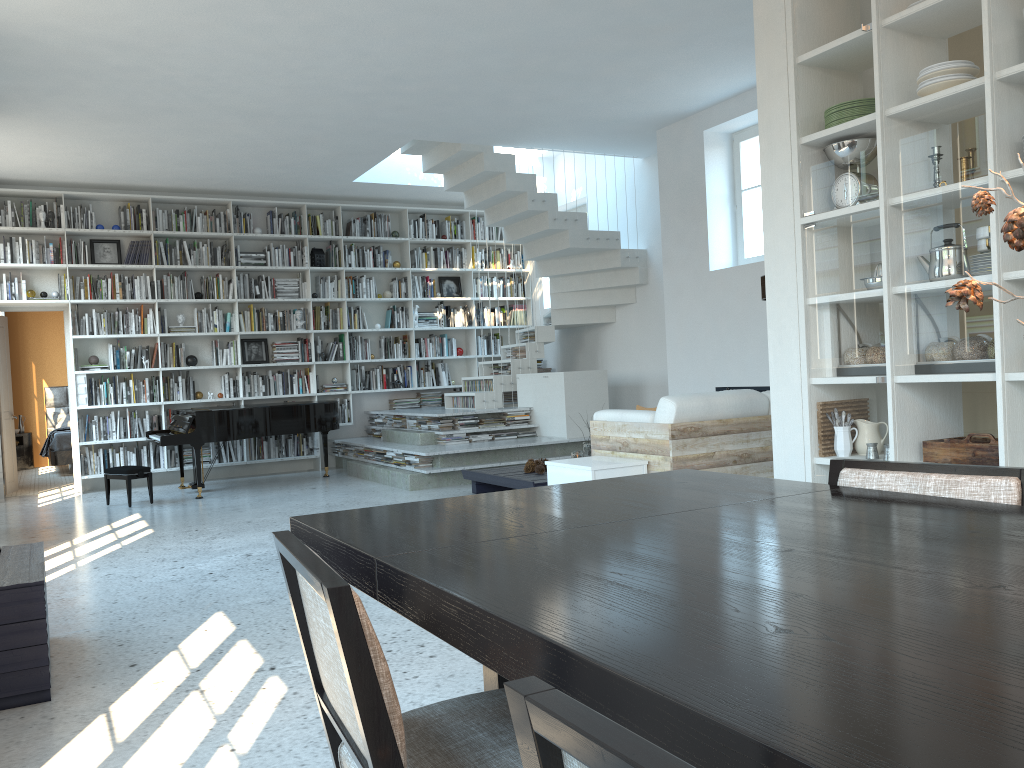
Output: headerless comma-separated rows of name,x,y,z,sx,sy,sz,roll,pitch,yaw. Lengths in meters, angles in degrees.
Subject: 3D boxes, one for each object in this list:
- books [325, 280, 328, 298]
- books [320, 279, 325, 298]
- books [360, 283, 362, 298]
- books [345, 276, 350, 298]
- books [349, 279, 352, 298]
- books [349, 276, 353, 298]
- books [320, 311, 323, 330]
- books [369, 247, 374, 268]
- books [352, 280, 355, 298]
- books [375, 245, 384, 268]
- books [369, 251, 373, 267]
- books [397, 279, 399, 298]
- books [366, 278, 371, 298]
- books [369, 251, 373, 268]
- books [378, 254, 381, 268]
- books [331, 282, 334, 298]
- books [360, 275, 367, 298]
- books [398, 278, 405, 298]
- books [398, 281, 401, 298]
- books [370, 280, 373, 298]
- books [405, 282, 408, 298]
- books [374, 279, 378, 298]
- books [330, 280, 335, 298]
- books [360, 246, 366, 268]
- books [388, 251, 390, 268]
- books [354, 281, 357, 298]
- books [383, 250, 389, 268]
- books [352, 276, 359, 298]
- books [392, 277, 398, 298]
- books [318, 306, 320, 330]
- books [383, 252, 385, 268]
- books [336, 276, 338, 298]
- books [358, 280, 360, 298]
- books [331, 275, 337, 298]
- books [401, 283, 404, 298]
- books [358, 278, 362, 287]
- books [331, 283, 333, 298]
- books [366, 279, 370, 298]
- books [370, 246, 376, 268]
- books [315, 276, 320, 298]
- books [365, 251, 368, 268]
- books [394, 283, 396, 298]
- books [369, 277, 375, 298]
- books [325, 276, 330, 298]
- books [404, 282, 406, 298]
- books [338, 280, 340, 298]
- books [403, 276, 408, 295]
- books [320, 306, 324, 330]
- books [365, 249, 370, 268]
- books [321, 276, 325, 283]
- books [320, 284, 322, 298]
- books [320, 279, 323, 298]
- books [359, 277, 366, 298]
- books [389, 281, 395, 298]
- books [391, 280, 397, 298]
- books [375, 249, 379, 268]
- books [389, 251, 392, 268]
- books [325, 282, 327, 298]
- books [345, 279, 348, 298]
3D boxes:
books,-2.229,-1.119,10.593,0.023,0.236,0.178,-4,1,-28
books,-2.268,-1.124,10.579,0.028,0.250,0.164,-4,1,-28
books,-1.866,-1.120,10.787,0.025,0.194,0.171,-4,1,-28
books,-1.999,-1.155,10.728,0.014,0.278,0.154,-4,1,-28
books,-1.979,-1.140,10.720,0.014,0.248,0.176,-4,1,-28
books,-1.962,-1.160,10.761,0.014,0.284,0.135,-4,1,-28
books,-2.287,-0.745,10.559,0.015,0.232,0.180,-4,1,-28
books,-1.732,-1.530,10.857,0.012,0.265,0.156,-4,1,-28
books,-1.940,-1.137,10.751,0.013,0.236,0.157,-4,1,-28
books,-1.630,-1.546,10.895,0.029,0.285,0.183,-4,1,-28
books,-1.741,-1.508,10.850,0.011,0.222,0.159,-4,1,-28
books,-1.443,-1.169,11.018,0.016,0.244,0.151,-4,1,-28
books,-1.770,-1.160,10.852,0.024,0.262,0.133,-4,1,-28
books,-1.748,-1.501,10.831,0.021,0.209,0.181,-4,1,-28
books,-1.658,-1.493,10.894,0.027,0.181,0.176,-4,1,-28
books,-2.161,-1.110,10.622,0.029,0.211,0.157,-4,1,-28
books,-1.812,-1.174,10.824,0.027,0.295,0.159,-4,1,-28
books,-1.376,-1.179,11.037,0.016,0.257,0.176,-4,1,-28
books,-1.419,-1.163,11.033,0.016,0.228,0.160,-4,1,-28
books,-1.742,-1.146,10.851,0.021,0.232,0.183,-4,1,-28
books,-1.342,-1.156,11.058,0.012,0.206,0.169,-4,1,-28
books,-1.694,-1.159,10.890,0.034,0.254,0.161,-4,1,-28
books,-2.148,-1.123,10.636,0.024,0.234,0.149,-4,1,-28
books,-1.820,-1.535,10.825,0.013,0.284,0.154,-4,1,-28
books,-1.551,-1.517,10.950,0.048,0.216,0.182,-4,1,-28
books,-1.923,-1.127,10.762,0.026,0.216,0.161,-4,1,-28
books,-1.567,-1.525,10.932,0.054,0.235,0.171,-4,1,-28
books,-1.898,-1.161,10.753,0.014,0.280,0.177,-4,1,-28
books,-1.452,-1.180,11.000,0.015,0.267,0.164,-4,1,-28
books,-2.314,-0.774,10.538,0.035,0.293,0.145,-4,1,-28
books,-1.609,-1.511,10.923,0.030,0.213,0.156,-4,1,-28
books,-2.120,-1.146,10.651,0.025,0.277,0.173,-4,1,-28
books,-1.884,-1.140,10.768,0.022,0.237,0.164,-4,1,-28
books,-2.135,-1.153,10.645,0.028,0.293,0.154,-4,1,-28
books,-1.392,-1.151,11.040,0.013,0.202,0.173,-4,1,-28
books,-1.854,-1.152,10.800,0.011,0.257,0.131,-4,1,-28
books,-2.179,-1.102,10.611,0.027,0.196,0.185,-4,1,-28
books,-1.781,-1.150,10.823,0.025,0.245,0.183,-4,1,-28
books,-1.712,-1.542,10.882,0.012,0.285,0.159,-4,1,-28
books,-2.315,-1.139,10.561,0.018,0.285,0.159,-4,1,-28
books,-1.801,-1.502,10.833,0.025,0.216,0.144,-4,1,-28
books,-1.476,-1.148,11.003,0.005,0.205,0.154,-4,1,-28
books,-1.718,-1.167,10.851,0.024,0.272,0.169,-4,1,-28
books,-2.205,-1.140,10.582,0.028,0.275,0.187,-4,1,-28
books,-1.362,-1.154,11.043,0.013,0.204,0.173,-4,1,-28
books,-2.097,-1.123,10.645,0.028,0.230,0.176,-4,1,-28
books,-1.333,-1.192,11.056,0.005,0.278,0.182,-4,1,-28
books,-2.272,-0.777,10.563,0.019,0.294,0.163,-4,1,-28
books,-1.775,-1.514,10.833,0.023,0.237,0.149,-4,1,-28
books,-2.256,-1.138,10.586,0.019,0.275,0.146,-4,1,-28
books,-2.291,-1.090,10.549,0.028,0.185,0.181,-4,1,-28
books,-2.285,-1.119,10.575,0.024,0.242,0.159,-4,1,-28
books,-1.825,-1.157,10.788,0.030,0.263,0.182,-4,1,-28
books,-1.488,-1.155,11.002,0.015,0.220,0.140,-4,1,-28
books,-1.469,-1.162,11.005,0.012,0.232,0.154,-4,1,-28
books,-1.683,-1.520,10.876,0.030,0.238,0.185,-4,1,-28
books,-1.527,-1.525,10.983,0.026,0.229,0.140,-4,1,-28
books,-2.244,-1.104,10.591,0.023,0.207,0.171,-4,1,-28
books,-2.020,-1.135,10.722,0.030,0.242,0.138,-4,1,-28
